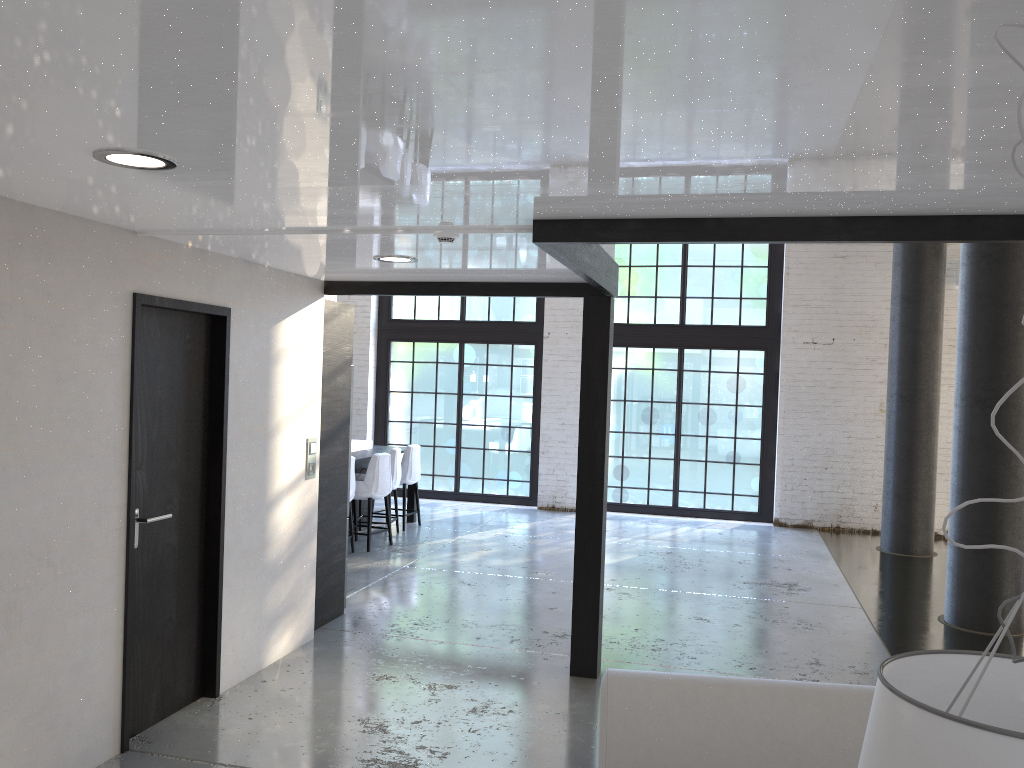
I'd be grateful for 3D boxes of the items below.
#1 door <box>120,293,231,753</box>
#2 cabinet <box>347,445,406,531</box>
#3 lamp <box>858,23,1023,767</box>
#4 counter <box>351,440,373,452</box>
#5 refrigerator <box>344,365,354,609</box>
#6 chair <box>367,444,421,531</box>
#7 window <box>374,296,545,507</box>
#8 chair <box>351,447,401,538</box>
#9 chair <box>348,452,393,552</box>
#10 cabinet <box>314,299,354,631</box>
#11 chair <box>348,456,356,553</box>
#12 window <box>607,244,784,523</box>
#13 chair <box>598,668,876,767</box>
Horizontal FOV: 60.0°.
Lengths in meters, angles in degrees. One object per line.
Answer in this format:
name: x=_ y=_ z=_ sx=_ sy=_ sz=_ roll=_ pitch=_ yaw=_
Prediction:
door: x=-1.698 y=0.629 z=4.264 sx=0.271 sy=2.058 sz=0.750 roll=2 pitch=1 yaw=14
cabinet: x=-2.104 y=1.173 z=9.294 sx=1.370 sy=0.910 sz=2.691 roll=2 pitch=0 yaw=14
lamp: x=0.635 y=0.048 z=1.076 sx=0.436 sy=1.347 sz=0.436 roll=3 pitch=1 yaw=28
counter: x=-2.337 y=0.668 z=9.099 sx=0.976 sy=0.095 sz=2.293 roll=2 pitch=0 yaw=14
refrigerator: x=-1.654 y=0.733 z=6.117 sx=0.853 sy=1.773 sz=0.820 roll=2 pitch=1 yaw=14
chair: x=-1.308 y=1.164 z=10.023 sx=0.501 sy=0.984 sz=0.579 roll=2 pitch=1 yaw=21
window: x=-0.685 y=-0.909 z=12.369 sx=2.490 sy=5.181 sz=0.138 roll=2 pitch=1 yaw=14
chair: x=-1.448 y=1.161 z=9.448 sx=0.501 sy=0.984 sz=0.579 roll=2 pitch=1 yaw=6
chair: x=-1.476 y=1.162 z=8.797 sx=0.501 sy=0.984 sz=0.579 roll=2 pitch=1 yaw=26
cabinet: x=-2.855 y=0.447 z=8.245 sx=4.274 sy=2.315 sz=4.231 roll=2 pitch=0 yaw=14
chair: x=-1.741 y=1.154 z=8.295 sx=0.501 sy=0.984 sz=0.579 roll=2 pitch=1 yaw=11
window: x=2.234 y=-0.803 z=11.632 sx=2.490 sy=5.181 sz=0.138 roll=2 pitch=1 yaw=14
chair: x=0.730 y=1.321 z=2.371 sx=1.007 sy=0.785 sz=1.025 roll=2 pitch=1 yaw=6
